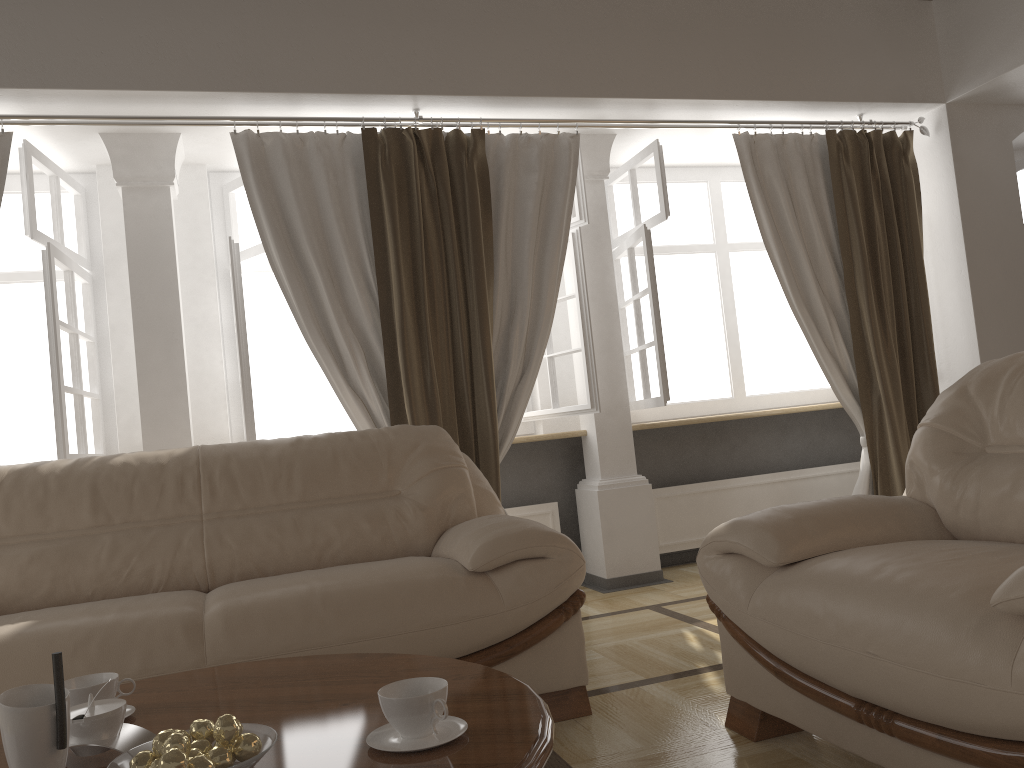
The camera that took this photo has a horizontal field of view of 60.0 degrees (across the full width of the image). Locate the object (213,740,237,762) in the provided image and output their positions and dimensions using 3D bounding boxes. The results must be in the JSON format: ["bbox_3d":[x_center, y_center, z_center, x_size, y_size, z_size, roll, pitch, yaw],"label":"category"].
[{"bbox_3d":[-0.413,0.529,1.282,0.040,0.038,0.039,-6,-3,7],"label":"object"}]

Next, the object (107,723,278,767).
[{"bbox_3d":[-0.443,0.534,1.242,0.227,0.039,0.227,-6,-3,7],"label":"object"}]

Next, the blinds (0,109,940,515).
[{"bbox_3d":[-0.404,-0.076,3.825,5.765,2.294,0.285,-5,-3,-18],"label":"blinds"}]

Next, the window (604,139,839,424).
[{"bbox_3d":[1.354,-0.596,5.024,1.653,1.500,0.782,-5,-3,-18],"label":"window"}]

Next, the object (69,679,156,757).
[{"bbox_3d":[-0.646,0.514,1.365,0.178,0.133,0.104,-6,-3,-3],"label":"object"}]

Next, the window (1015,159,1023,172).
[{"bbox_3d":[3.034,-0.907,5.094,0.600,0.784,0.050,-5,-3,-18],"label":"window"}]

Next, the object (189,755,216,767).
[{"bbox_3d":[-0.415,0.515,1.177,0.041,0.041,0.038,-4,-4,-33],"label":"object"}]

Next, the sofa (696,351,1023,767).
[{"bbox_3d":[1.160,0.363,1.926,1.052,0.900,1.318,-5,-3,-18],"label":"sofa"}]

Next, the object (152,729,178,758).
[{"bbox_3d":[-0.482,0.504,1.239,0.040,0.039,0.038,-4,-4,-33],"label":"object"}]

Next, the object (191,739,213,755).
[{"bbox_3d":[-0.454,0.534,1.285,0.040,0.037,0.040,-6,-3,8],"label":"object"}]

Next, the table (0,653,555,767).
[{"bbox_3d":[-0.498,0.763,1.357,1.169,0.392,1.167,-5,-3,-22],"label":"table"}]

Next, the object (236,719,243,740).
[{"bbox_3d":[-0.421,0.517,1.318,0.039,0.039,0.041,-8,-4,31],"label":"object"}]

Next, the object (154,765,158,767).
[{"bbox_3d":[-0.459,0.522,1.176,0.041,0.039,0.039,-3,-4,-40],"label":"object"}]

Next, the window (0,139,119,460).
[{"bbox_3d":[-2.606,-0.247,3.755,1.600,1.500,0.781,-5,-3,-18],"label":"window"}]

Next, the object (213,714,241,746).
[{"bbox_3d":[-0.406,0.492,1.263,0.038,0.044,0.038,-5,-3,-11],"label":"object"}]

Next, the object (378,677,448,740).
[{"bbox_3d":[-0.143,0.485,1.310,0.105,0.071,0.114,-6,-3,-3],"label":"object"}]

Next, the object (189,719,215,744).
[{"bbox_3d":[-0.460,0.520,1.323,0.038,0.040,0.040,-4,-4,-39],"label":"object"}]

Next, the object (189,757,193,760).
[{"bbox_3d":[-0.435,0.528,1.209,0.040,0.038,0.041,-7,-3,11],"label":"object"}]

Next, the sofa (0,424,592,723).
[{"bbox_3d":[-0.934,0.627,2.718,2.135,0.900,1.051,-5,-3,-18],"label":"sofa"}]

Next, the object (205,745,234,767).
[{"bbox_3d":[-0.411,0.527,1.242,0.039,0.039,0.040,-4,-4,-28],"label":"object"}]

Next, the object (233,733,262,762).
[{"bbox_3d":[-0.377,0.518,1.264,0.039,0.039,0.040,-6,-3,-7],"label":"object"}]

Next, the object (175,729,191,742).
[{"bbox_3d":[-0.491,0.526,1.300,0.041,0.038,0.039,-8,-3,26],"label":"object"}]

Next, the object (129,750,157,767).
[{"bbox_3d":[-0.511,0.530,1.230,0.037,0.040,0.041,-6,-3,-5],"label":"object"}]

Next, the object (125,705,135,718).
[{"bbox_3d":[-0.750,0.599,1.576,0.150,0.010,0.150,-4,-4,-32],"label":"object"}]

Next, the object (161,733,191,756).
[{"bbox_3d":[-0.456,0.495,1.203,0.037,0.041,0.040,-6,-3,5],"label":"object"}]

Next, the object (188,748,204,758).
[{"bbox_3d":[-0.451,0.531,1.244,0.039,0.038,0.041,-7,-3,24],"label":"object"}]

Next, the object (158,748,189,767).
[{"bbox_3d":[-0.440,0.496,1.154,0.038,0.042,0.038,-5,-3,-10],"label":"object"}]

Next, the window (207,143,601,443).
[{"bbox_3d":[-0.537,-0.429,4.431,1.759,1.500,0.784,-5,-3,-19],"label":"window"}]

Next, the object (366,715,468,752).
[{"bbox_3d":[-0.140,0.520,1.313,0.150,0.010,0.150,-4,-4,-28],"label":"object"}]

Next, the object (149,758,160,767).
[{"bbox_3d":[-0.476,0.531,1.209,0.038,0.040,0.039,-4,-3,-27],"label":"object"}]

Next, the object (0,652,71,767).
[{"bbox_3d":[-0.633,0.464,1.181,0.119,0.210,0.119,-3,-4,-40],"label":"object"}]

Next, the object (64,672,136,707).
[{"bbox_3d":[-0.751,0.564,1.583,0.105,0.071,0.114,-8,-4,32],"label":"object"}]
